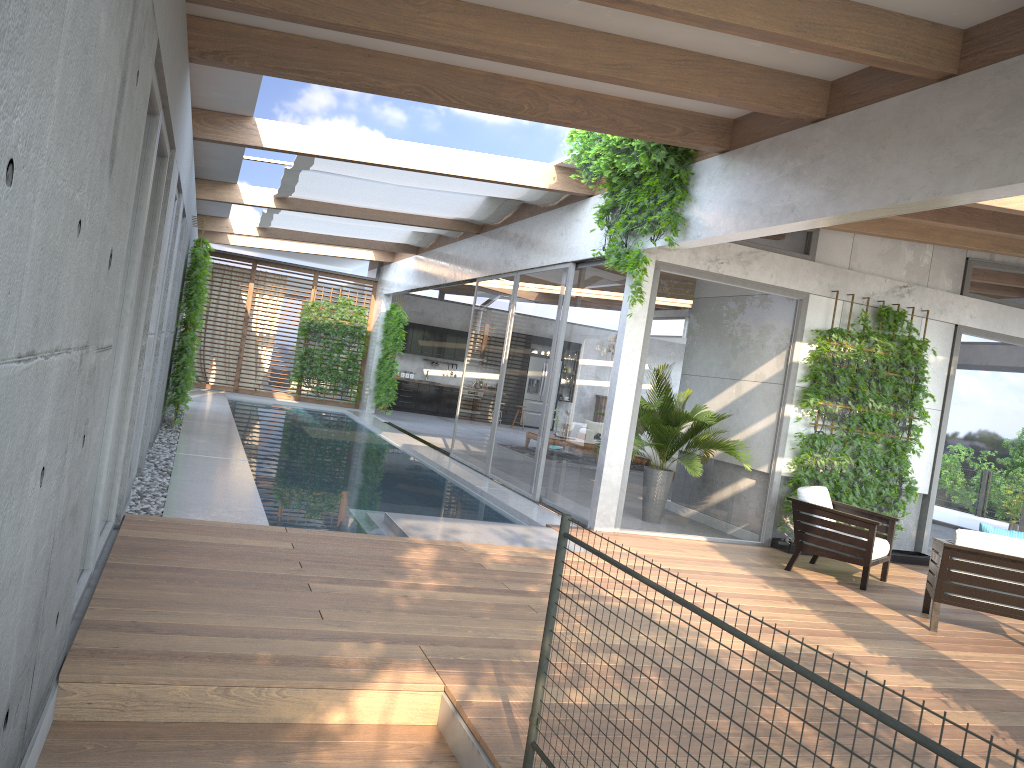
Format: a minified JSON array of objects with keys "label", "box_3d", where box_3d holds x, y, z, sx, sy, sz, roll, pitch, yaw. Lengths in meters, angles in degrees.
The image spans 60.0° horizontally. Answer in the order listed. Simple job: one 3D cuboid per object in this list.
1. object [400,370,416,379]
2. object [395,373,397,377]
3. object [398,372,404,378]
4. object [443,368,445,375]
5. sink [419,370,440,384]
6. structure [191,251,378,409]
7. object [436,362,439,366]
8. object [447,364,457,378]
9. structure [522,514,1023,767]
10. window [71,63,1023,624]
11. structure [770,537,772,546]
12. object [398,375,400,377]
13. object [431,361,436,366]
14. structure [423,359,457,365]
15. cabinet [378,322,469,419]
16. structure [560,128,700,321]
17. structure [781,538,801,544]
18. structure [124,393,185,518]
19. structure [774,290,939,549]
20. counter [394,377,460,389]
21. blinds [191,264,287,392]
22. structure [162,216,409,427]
[{"label":"object","box_3d":[-2.738,-0.248,23.169,0.405,0.200,0.147,9,1,-18]},{"label":"object","box_3d":[-2.992,-0.240,22.691,0.090,0.087,0.086,8,1,-42]},{"label":"object","box_3d":[-3.021,-0.255,22.867,0.381,0.134,0.590,8,1,-31]},{"label":"object","box_3d":[-1.790,-0.407,23.526,0.071,0.325,0.066,9,1,-20]},{"label":"sink","box_3d":[-2.189,-0.093,23.150,0.526,0.514,0.514,9,1,-20]},{"label":"structure","box_3d":[-5.456,-1.232,20.553,4.313,3.079,0.085,9,1,-20]},{"label":"object","box_3d":[-1.969,-0.527,23.442,0.117,0.139,0.093,9,1,-3]},{"label":"object","box_3d":[-1.585,-0.353,23.567,0.282,0.380,0.070,9,1,-19]},{"label":"structure","box_3d":[7.387,2.109,10.032,15.587,3.022,31.708,9,1,21]},{"label":"window","box_3d":[1.204,-0.495,16.825,14.294,3.764,23.280,9,1,-20]},{"label":"structure","box_3d":[3.254,1.495,10.555,2.012,0.595,2.203,9,1,-20]},{"label":"object","box_3d":[-2.914,-0.213,22.765,0.073,0.055,0.083,8,1,-43]},{"label":"object","box_3d":[-2.073,-0.543,23.413,0.117,0.139,0.093,9,1,-18]},{"label":"structure","box_3d":[-1.886,-0.577,23.492,0.932,0.046,0.081,9,1,-20]},{"label":"cabinet","box_3d":[-0.980,-0.285,23.581,5.901,2.502,0.709,9,1,-21]},{"label":"structure","box_3d":[0.998,-1.614,8.259,0.918,2.054,1.822,9,1,-22]},{"label":"structure","box_3d":[3.190,1.667,9.187,0.928,0.044,0.231,9,1,-20]},{"label":"structure","box_3d":[-4.882,0.505,12.543,0.477,0.068,13.673,9,1,-20]},{"label":"structure","box_3d":[3.713,0.441,9.346,1.851,2.669,0.500,9,1,-19]},{"label":"counter","box_3d":[-2.012,-0.004,23.216,3.805,0.061,0.607,9,1,-20]},{"label":"blinds","box_3d":[-6.423,-1.293,20.586,2.087,2.898,0.692,9,1,-16]},{"label":"structure","box_3d":[-3.544,-0.751,16.128,2.739,2.687,10.282,9,1,-2]}]
